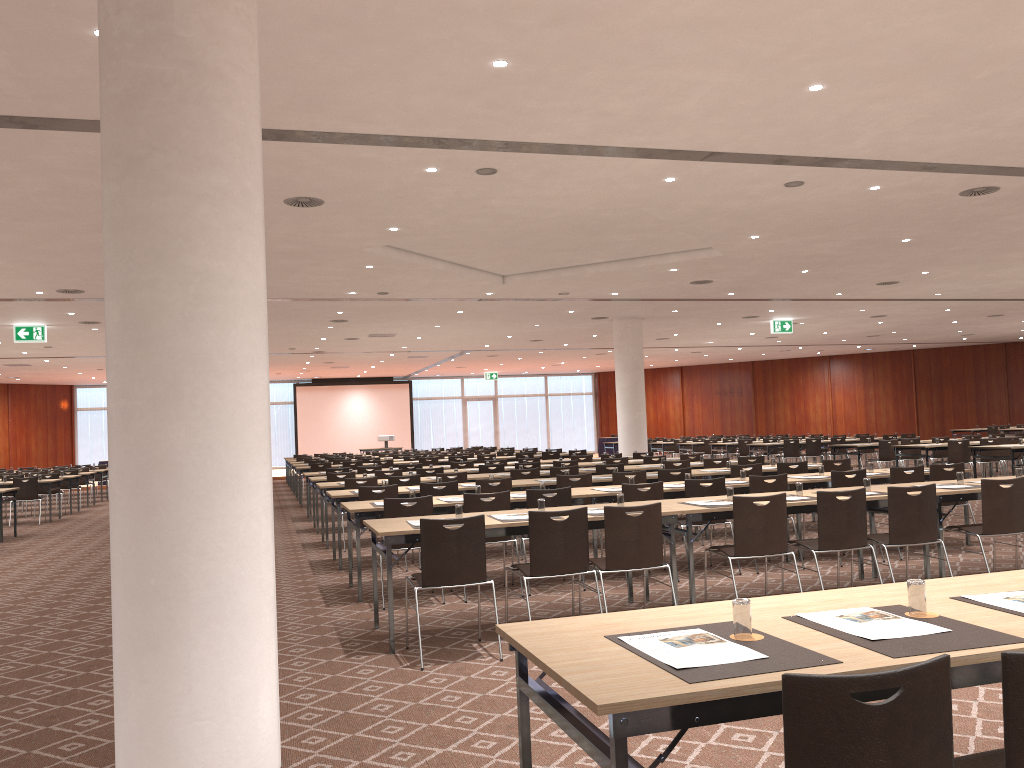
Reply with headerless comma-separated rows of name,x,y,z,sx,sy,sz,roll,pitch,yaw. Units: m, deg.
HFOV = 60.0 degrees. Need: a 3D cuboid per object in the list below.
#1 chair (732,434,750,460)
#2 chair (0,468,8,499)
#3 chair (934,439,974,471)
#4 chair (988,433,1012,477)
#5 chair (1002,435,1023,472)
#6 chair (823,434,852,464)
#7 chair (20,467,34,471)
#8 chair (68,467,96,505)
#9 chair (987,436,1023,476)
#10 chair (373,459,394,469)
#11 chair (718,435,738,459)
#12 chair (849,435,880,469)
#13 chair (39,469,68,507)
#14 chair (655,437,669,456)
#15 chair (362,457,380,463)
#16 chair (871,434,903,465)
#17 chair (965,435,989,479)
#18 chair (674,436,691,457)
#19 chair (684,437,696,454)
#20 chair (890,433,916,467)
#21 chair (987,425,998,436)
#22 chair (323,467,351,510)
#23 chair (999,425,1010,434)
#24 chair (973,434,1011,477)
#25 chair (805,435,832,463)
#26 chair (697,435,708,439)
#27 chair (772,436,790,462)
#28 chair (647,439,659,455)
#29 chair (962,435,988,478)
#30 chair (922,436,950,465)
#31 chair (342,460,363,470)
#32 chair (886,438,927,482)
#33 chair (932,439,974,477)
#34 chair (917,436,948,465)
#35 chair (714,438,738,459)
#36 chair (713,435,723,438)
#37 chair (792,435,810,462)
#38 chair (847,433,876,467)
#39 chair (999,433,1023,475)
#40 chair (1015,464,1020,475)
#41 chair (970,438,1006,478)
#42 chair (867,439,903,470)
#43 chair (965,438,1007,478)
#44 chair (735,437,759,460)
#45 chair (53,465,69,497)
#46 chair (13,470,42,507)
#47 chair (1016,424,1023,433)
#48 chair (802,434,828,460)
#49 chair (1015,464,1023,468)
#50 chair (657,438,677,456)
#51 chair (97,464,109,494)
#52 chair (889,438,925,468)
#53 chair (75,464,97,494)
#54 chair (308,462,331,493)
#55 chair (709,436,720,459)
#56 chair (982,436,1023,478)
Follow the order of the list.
chair,8.015,2.232,30.810,0.535,0.939,0.614,-2,-2,-14
chair,-15.138,2.964,26.195,0.535,0.939,0.614,-2,-3,-17
chair,8.410,1.521,16.836,0.535,0.939,0.614,-2,-3,-15
chair,10.577,1.566,19.534,0.535,0.939,0.614,-2,-3,-15
chair,11.289,1.542,19.662,0.535,0.939,0.614,-2,-3,-18
chair,9.119,1.892,24.893,0.535,0.939,0.614,-2,-3,-14
chair,-14.465,2.948,26.449,0.535,0.939,0.614,-2,-3,-18
chair,-11.199,2.646,23.083,0.535,0.939,0.614,-2,-2,-14
chair,9.645,1.490,17.234,0.535,0.939,0.614,-2,-3,-19
chair,-2.803,2.109,19.302,0.535,0.939,0.614,-2,-3,-16
chair,7.470,2.240,30.508,0.535,0.939,0.614,-2,-3,-16
chair,9.043,1.791,22.793,0.535,0.939,0.614,-2,-3,-16
chair,-11.882,2.668,22.972,0.535,0.939,0.614,-2,-2,-14
chair,5.339,2.408,32.121,0.535,0.939,0.614,-2,-3,-14
chair,-3.380,2.232,21.295,0.535,0.939,0.614,-2,-3,-15
chair,9.632,1.768,22.816,0.535,0.939,0.614,-2,-3,-17
chair,10.004,1.583,19.415,0.535,0.939,0.614,-2,-2,-13
chair,6.259,2.376,32.239,0.535,0.939,0.614,-2,-3,-18
chair,5.989,2.280,30.084,0.535,0.939,0.614,-2,-3,-18
chair,10.230,1.756,23.071,0.535,0.939,0.614,-2,-2,-13
chair,15.423,1.817,28.639,0.535,0.939,0.614,-2,-3,-16
chair,-3.060,1.937,15.629,0.535,0.939,0.614,-2,-3,-17
chair,16.007,1.811,29.010,0.535,0.939,0.614,-2,-3,-18
chair,10.575,1.566,19.534,0.535,0.939,0.614,-2,-3,-18
chair,8.490,1.902,24.567,0.535,0.939,0.614,-2,-3,-17
chair,6.927,2.362,32.515,0.535,0.939,0.614,-2,-3,-19
chair,7.937,2.025,26.570,0.535,0.939,0.614,-2,-3,-14
chair,4.614,2.322,29.775,0.535,0.939,0.614,-2,-2,-14
chair,9.919,1.586,19.390,0.535,0.939,0.614,-2,-3,-17
chair,9.118,1.601,19.040,0.535,0.939,0.614,-2,-3,-18
chair,-3.451,2.131,19.197,0.535,0.939,0.614,-2,-3,-15
chair,8.376,1.626,18.904,0.535,0.939,0.614,-2,-3,-18
chair,8.361,1.523,16.822,0.535,0.939,0.614,-2,-2,-13
chair,9.101,1.602,19.035,0.535,0.939,0.614,-2,-3,-16
chair,6.324,2.069,26.108,0.535,0.939,0.614,-2,-3,-19
chair,7.534,2.341,32.604,0.535,0.939,0.614,-2,-3,-16
chair,8.559,2.004,26.664,0.535,0.939,0.614,-2,-2,-14
chair,9.778,1.867,24.935,0.535,0.939,0.614,-2,-3,-16
chair,11.227,1.544,19.644,0.535,0.939,0.614,-2,-3,-14
chair,8.838,1.406,14.880,0.535,0.939,0.614,-2,-3,-15
chair,9.010,1.501,16.931,0.535,0.939,0.614,-2,-3,-16
chair,7.870,1.635,18.682,0.535,0.939,0.614,-2,-3,-16
chair,9.032,1.501,16.937,0.535,0.939,0.614,-2,-2,-13
chair,6.963,2.047,26.207,0.535,0.939,0.614,-2,-3,-18
chair,-13.490,2.915,26.583,0.535,0.939,0.614,-2,-3,-17
chair,-12.497,2.688,22.857,0.535,0.939,0.614,-2,-3,-15
chair,16.588,1.789,29.048,0.535,0.939,0.614,-2,-3,-18
chair,9.203,1.993,26.994,0.535,0.939,0.614,-2,-3,-18
chair,8.836,1.406,14.880,0.535,0.939,0.614,-2,-3,-18
chair,5.254,2.307,30.019,0.535,0.939,0.614,-2,-3,-15
chair,-12.282,2.882,26.929,0.535,0.939,0.614,-2,-3,-16
chair,8.440,1.624,18.922,0.535,0.939,0.614,-2,-3,-19
chair,-12.928,2.903,26.828,0.535,0.939,0.614,-2,-2,-13
chair,-4.080,2.146,18.973,0.535,0.939,0.614,-2,-3,-14
chair,6.898,2.260,30.429,0.535,0.939,0.614,-2,-3,-18
chair,9.545,1.493,17.205,0.535,0.939,0.614,-2,-2,-14
